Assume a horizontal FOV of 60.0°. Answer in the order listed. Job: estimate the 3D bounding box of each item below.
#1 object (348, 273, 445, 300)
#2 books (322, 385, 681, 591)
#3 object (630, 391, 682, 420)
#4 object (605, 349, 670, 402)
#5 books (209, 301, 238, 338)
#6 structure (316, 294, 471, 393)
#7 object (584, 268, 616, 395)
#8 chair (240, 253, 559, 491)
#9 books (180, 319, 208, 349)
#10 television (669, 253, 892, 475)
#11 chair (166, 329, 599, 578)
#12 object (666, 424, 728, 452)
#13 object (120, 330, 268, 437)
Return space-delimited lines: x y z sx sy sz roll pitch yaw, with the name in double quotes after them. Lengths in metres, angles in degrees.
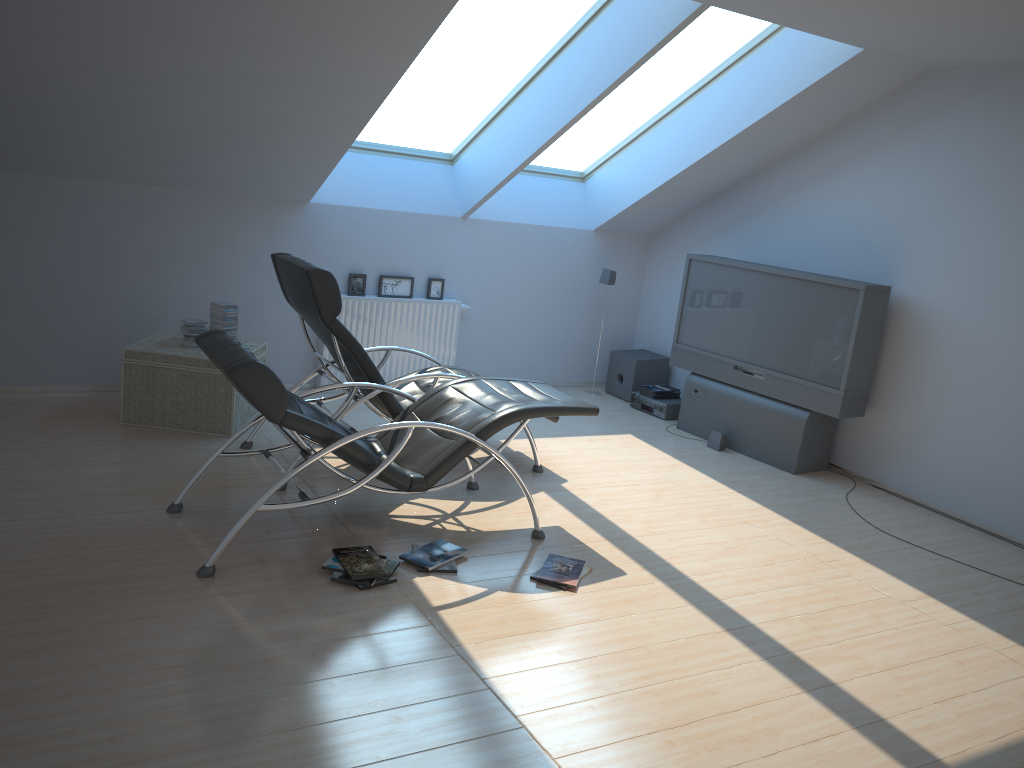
-0.956 -0.809 7.398 0.846 0.180 0.030 -1 14 -31 "object"
0.627 0.522 5.862 1.045 0.222 4.790 13 14 25 "books"
1.339 0.185 7.942 0.358 0.138 0.450 -2 15 -36 "object"
1.184 -0.087 8.405 0.401 0.424 0.400 -1 14 -31 "object"
-1.987 -0.407 6.098 0.149 0.300 0.149 14 14 29 "books"
-0.971 -0.334 7.497 1.324 0.800 0.120 -1 14 -31 "structure"
0.834 -0.484 8.289 0.158 1.181 0.160 -1 14 -31 "object"
-0.624 -0.118 5.654 1.938 1.251 0.836 -1 14 -31 "chair"
-2.137 -0.334 5.956 0.165 0.184 0.162 -1 15 -32 "books"
1.974 -0.185 6.952 0.400 1.446 1.686 -2 15 -36 "television"
-0.598 0.270 4.614 2.114 0.953 0.836 -1 14 -31 "chair"
1.483 0.319 7.445 0.394 0.141 1.163 6 12 -3 "object"
-2.158 -0.018 6.084 0.744 0.518 0.745 7 12 -1 "object"
